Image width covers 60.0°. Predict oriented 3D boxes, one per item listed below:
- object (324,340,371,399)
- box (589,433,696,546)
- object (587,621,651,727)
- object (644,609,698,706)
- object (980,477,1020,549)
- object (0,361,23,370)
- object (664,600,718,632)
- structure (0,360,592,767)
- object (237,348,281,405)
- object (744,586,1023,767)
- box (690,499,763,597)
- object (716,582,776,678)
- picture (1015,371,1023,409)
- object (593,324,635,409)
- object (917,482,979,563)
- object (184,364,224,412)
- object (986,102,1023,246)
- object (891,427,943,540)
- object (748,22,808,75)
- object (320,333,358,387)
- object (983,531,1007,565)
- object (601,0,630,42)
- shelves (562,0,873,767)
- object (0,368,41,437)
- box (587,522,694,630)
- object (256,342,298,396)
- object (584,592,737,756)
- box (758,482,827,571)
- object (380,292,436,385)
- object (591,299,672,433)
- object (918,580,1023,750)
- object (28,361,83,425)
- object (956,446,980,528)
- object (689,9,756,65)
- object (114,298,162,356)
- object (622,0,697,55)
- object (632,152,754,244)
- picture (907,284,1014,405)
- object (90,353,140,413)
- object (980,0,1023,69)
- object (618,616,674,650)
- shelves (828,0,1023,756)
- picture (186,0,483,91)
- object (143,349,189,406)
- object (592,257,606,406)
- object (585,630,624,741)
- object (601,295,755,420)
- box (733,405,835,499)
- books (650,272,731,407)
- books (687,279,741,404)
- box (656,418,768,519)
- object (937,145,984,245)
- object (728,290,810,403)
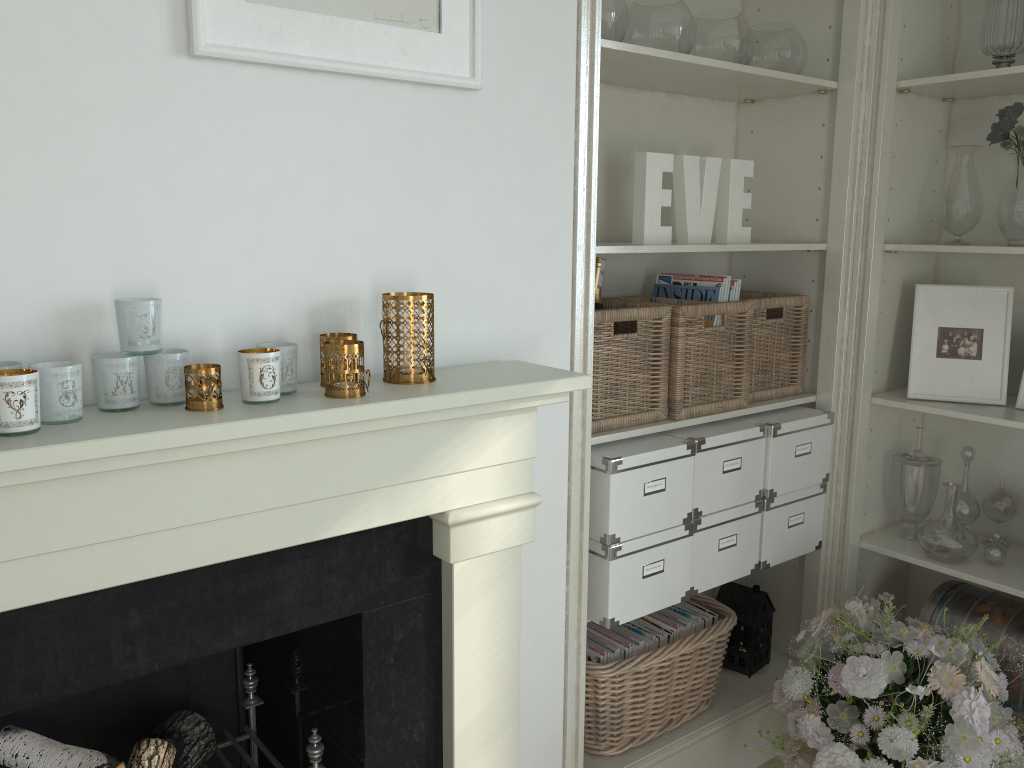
[{"bbox_3d":[-0.245,-0.022,1.297,0.060,0.079,0.060,5,11,23],"label":"object"},{"bbox_3d":[0.188,0.208,2.091,0.270,0.191,0.400,-7,13,-37],"label":"box"},{"bbox_3d":[0.219,0.712,2.232,0.088,0.238,0.274,-7,13,-37],"label":"object"},{"bbox_3d":[0.352,0.695,2.334,0.088,0.238,0.274,-7,13,-37],"label":"object"},{"bbox_3d":[1.339,0.350,2.437,0.094,0.188,0.094,1,10,4],"label":"object"},{"bbox_3d":[-0.642,0.012,1.107,0.060,0.073,0.060,4,11,18],"label":"object"},{"bbox_3d":[0.416,0.686,2.384,0.088,0.238,0.274,-7,13,-38],"label":"object"},{"bbox_3d":[-0.585,0.608,1.358,1.432,1.191,1.026,-7,13,-37],"label":"structure"},{"bbox_3d":[-0.354,-0.011,1.247,0.060,0.073,0.060,4,11,18],"label":"object"},{"bbox_3d":[0.844,0.786,1.975,0.570,0.643,0.544,10,14,42],"label":"object"},{"bbox_3d":[0.397,0.367,2.297,0.270,0.191,0.400,-7,13,-37],"label":"box"},{"bbox_3d":[0.656,0.682,2.524,0.135,0.248,0.135,9,14,41],"label":"object"},{"bbox_3d":[1.388,-0.020,2.193,0.124,0.192,0.206,-9,14,-42],"label":"picture"},{"bbox_3d":[0.197,-0.088,2.022,0.095,0.332,0.284,6,12,30],"label":"object"},{"bbox_3d":[1.149,0.361,2.331,0.148,0.200,0.148,4,11,19],"label":"object"},{"bbox_3d":[-0.417,0.005,1.198,0.050,0.058,0.052,0,10,-1],"label":"object"},{"bbox_3d":[1.277,-0.523,2.208,0.166,0.355,0.206,1,10,1],"label":"object"},{"bbox_3d":[1.122,0.276,2.470,0.129,0.315,0.129,-6,12,-32],"label":"object"},{"bbox_3d":[0.669,-0.849,2.294,0.185,0.140,0.185,-3,11,-18],"label":"object"},{"bbox_3d":[-0.269,-0.037,1.379,0.060,0.079,0.060,4,11,19],"label":"object"},{"bbox_3d":[1.253,0.423,2.297,0.056,0.090,0.056,-1,10,-7],"label":"object"},{"bbox_3d":[0.159,-0.783,1.902,0.185,0.140,0.185,-3,11,-18],"label":"object"},{"bbox_3d":[0.392,-0.398,2.177,0.992,2.523,0.399,-7,13,-37],"label":"shelves"},{"bbox_3d":[-0.591,0.022,1.052,0.060,0.073,0.060,4,11,18],"label":"object"},{"bbox_3d":[0.191,0.396,2.128,0.270,0.191,0.400,-7,13,-37],"label":"box"},{"bbox_3d":[-0.346,-0.022,1.310,0.060,0.073,0.060,4,11,18],"label":"object"},{"bbox_3d":[0.287,0.714,2.289,0.554,0.263,0.408,-7,13,-37],"label":"object"},{"bbox_3d":[0.616,0.339,2.463,0.270,0.191,0.400,-7,13,-37],"label":"box"},{"bbox_3d":[-0.166,-0.075,1.424,0.087,0.140,0.090,0,10,0],"label":"object"},{"bbox_3d":[0.175,-0.054,2.087,0.276,0.270,0.275,-7,13,-37],"label":"object"},{"bbox_3d":[1.312,0.714,2.238,0.290,0.297,0.475,-7,13,-37],"label":"object"},{"bbox_3d":[-0.571,0.011,1.114,0.060,0.073,0.060,-2,10,-15],"label":"object"},{"bbox_3d":[1.251,0.303,2.454,0.088,0.271,0.088,-6,12,-32],"label":"object"},{"bbox_3d":[0.499,-0.827,2.163,0.185,0.140,0.185,-3,11,-18],"label":"object"},{"bbox_3d":[-0.503,-0.078,1.199,0.060,0.073,0.060,4,11,18],"label":"object"},{"bbox_3d":[0.329,-0.805,2.033,0.185,0.140,0.185,-3,11,-18],"label":"object"},{"bbox_3d":[0.449,-0.447,2.162,0.393,0.207,0.039,-7,13,-37],"label":"object"},{"bbox_3d":[1.181,-0.109,2.342,0.231,0.300,0.127,5,11,22],"label":"picture"},{"bbox_3d":[-0.529,-0.002,1.189,0.060,0.073,0.060,4,11,18],"label":"object"},{"bbox_3d":[1.213,-0.881,2.172,0.168,0.256,0.168,2,10,10],"label":"object"},{"bbox_3d":[0.284,0.703,2.282,0.088,0.238,0.274,-7,13,-38],"label":"object"},{"bbox_3d":[1.353,-0.371,2.066,0.399,2.523,0.972,-7,13,-37],"label":"shelves"},{"bbox_3d":[-0.248,-0.727,1.341,0.494,0.496,0.024,-7,13,-37],"label":"picture"},{"bbox_3d":[-0.478,-0.009,1.231,0.060,0.073,0.060,4,11,18],"label":"object"},{"bbox_3d":[0.176,-0.126,2.158,0.127,0.361,0.094,-7,13,-38],"label":"object"},{"bbox_3d":[0.156,0.718,2.194,0.088,0.238,0.274,-7,13,-37],"label":"object"},{"bbox_3d":[0.408,-0.079,2.242,0.276,0.270,0.275,-7,13,-37],"label":"object"},{"bbox_3d":[0.621,0.152,2.424,0.270,0.191,0.400,-7,13,-37],"label":"box"},{"bbox_3d":[0.387,-0.119,2.216,0.205,0.306,0.221,-7,13,-37],"label":"books"},{"bbox_3d":[0.419,-0.113,2.243,0.205,0.306,0.221,-7,13,-37],"label":"books"},{"bbox_3d":[0.401,0.178,2.270,0.270,0.191,0.400,-7,13,-37],"label":"box"},{"bbox_3d":[1.180,-0.493,2.327,0.110,0.251,0.110,5,11,23],"label":"object"},{"bbox_3d":[0.610,-0.112,2.435,0.276,0.270,0.275,-7,13,-37],"label":"object"}]
